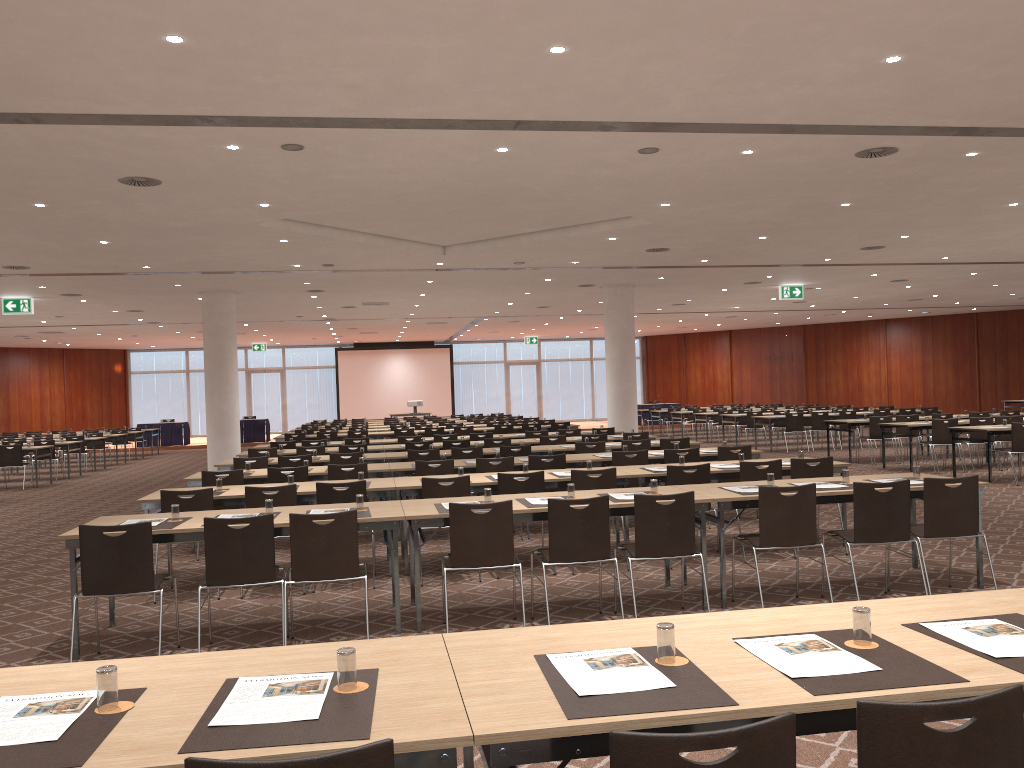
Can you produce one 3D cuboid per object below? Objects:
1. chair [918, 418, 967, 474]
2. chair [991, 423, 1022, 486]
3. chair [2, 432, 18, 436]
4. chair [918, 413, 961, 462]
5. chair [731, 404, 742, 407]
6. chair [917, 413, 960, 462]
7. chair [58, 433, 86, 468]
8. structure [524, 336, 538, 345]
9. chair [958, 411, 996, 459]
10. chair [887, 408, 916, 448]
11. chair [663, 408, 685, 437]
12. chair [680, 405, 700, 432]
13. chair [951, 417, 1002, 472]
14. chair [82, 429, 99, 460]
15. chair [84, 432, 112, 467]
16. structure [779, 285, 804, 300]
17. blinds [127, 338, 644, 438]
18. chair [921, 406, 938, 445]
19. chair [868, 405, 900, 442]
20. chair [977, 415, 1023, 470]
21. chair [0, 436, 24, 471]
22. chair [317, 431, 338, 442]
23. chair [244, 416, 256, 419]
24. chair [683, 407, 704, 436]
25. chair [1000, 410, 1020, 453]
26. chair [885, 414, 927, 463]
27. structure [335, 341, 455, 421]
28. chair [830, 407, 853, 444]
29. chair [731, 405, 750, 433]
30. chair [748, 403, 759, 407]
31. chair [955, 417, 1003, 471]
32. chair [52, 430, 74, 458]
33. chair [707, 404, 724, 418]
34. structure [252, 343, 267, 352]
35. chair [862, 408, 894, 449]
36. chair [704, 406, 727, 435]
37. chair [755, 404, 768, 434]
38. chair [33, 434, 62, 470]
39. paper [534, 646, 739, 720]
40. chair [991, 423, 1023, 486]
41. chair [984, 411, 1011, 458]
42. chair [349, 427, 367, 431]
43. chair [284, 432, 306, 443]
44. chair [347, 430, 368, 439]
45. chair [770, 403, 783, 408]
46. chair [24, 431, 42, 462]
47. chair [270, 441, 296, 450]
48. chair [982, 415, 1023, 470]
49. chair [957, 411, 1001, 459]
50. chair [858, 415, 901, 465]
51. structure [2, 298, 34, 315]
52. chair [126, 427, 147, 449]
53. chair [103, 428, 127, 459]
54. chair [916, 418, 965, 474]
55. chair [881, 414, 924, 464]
[{"bbox_3d":[7.517,1.065,15.520,0.535,0.939,0.614,-2,0,-8],"label":"chair"},{"bbox_3d":[7.716,1.044,13.526,0.535,0.939,0.614,-2,0,-8],"label":"chair"},{"bbox_3d":[-15.437,1.950,27.397,0.535,0.939,0.614,-2,0,-11],"label":"chair"},{"bbox_3d":[8.475,1.047,17.628,0.535,0.939,0.614,-2,0,-11],"label":"chair"},{"bbox_3d":[7.853,1.166,31.280,0.535,0.939,0.614,-2,0,-12],"label":"chair"},{"bbox_3d":[8.457,1.047,17.625,0.535,0.939,0.614,-2,0,-9],"label":"chair"},{"bbox_3d":[-11.933,1.803,23.998,0.535,0.939,0.614,-2,0,-7],"label":"chair"},{"bbox_3d":[0.842,-1.898,38.778,0.587,0.346,0.105,-2,0,-9],"label":"structure"},{"bbox_3d":[9.311,1.019,17.882,0.535,0.939,0.614,-2,0,-11],"label":"chair"},{"bbox_3d":[9.421,1.040,21.321,0.535,0.939,0.614,-2,0,-10],"label":"chair"},{"bbox_3d":[5.240,1.240,28.827,0.535,0.939,0.614,-2,0,-7],"label":"chair"},{"bbox_3d":[6.230,1.221,31.075,0.535,0.939,0.614,-2,0,-7],"label":"chair"},{"bbox_3d":[8.124,1.044,15.544,0.535,0.939,0.614,-2,0,-9],"label":"chair"},{"bbox_3d":[-13.113,1.872,27.776,0.535,0.939,0.614,-2,0,-11],"label":"chair"},{"bbox_3d":[-11.241,1.780,24.028,0.535,0.939,0.614,-2,0,-7],"label":"chair"},{"bbox_3d":[6.791,-2.228,21.573,0.587,0.346,0.105,-2,0,-9],"label":"structure"},{"bbox_3d":[-5.130,0.112,39.648,22.850,3.816,0.115,-2,0,-9],"label":"blinds"},{"bbox_3d":[10.045,1.020,21.505,0.535,0.939,0.614,-2,0,-6],"label":"chair"},{"bbox_3d":[9.810,1.042,23.411,0.535,0.939,0.614,-2,0,-10],"label":"chair"},{"bbox_3d":[8.688,1.026,15.754,0.535,0.939,0.614,-2,0,-7],"label":"chair"},{"bbox_3d":[-13.471,1.855,23.747,0.535,0.939,0.614,-2,0,-12],"label":"chair"},{"bbox_3d":[-3.993,1.493,19.257,0.535,0.939,0.614,-2,0,-9],"label":"chair"},{"bbox_3d":[-9.730,1.663,32.894,0.535,0.939,0.614,-2,0,-7],"label":"chair"},{"bbox_3d":[5.903,1.218,28.995,0.535,0.939,0.614,-2,0,-8],"label":"chair"},{"bbox_3d":[9.981,0.997,17.949,0.535,0.939,0.614,-2,0,-9],"label":"chair"},{"bbox_3d":[7.788,1.070,17.591,0.535,0.939,0.614,-2,0,-12],"label":"chair"},{"bbox_3d":[-5.158,-0.103,39.259,5.158,3.525,0.395,-2,0,-9],"label":"structure"},{"bbox_3d":[8.489,1.086,23.195,0.535,0.939,0.614,-2,0,-10],"label":"chair"},{"bbox_3d":[7.583,1.161,29.209,0.535,0.939,0.614,-2,0,-11],"label":"chair"},{"bbox_3d":[8.466,1.145,31.298,0.535,0.939,0.614,-2,0,-10],"label":"chair"},{"bbox_3d":[8.147,1.043,15.548,0.535,0.939,0.614,-2,0,-6],"label":"chair"},{"bbox_3d":[-14.098,1.906,27.757,0.535,0.939,0.614,-2,0,-11],"label":"chair"},{"bbox_3d":[7.157,1.189,31.084,0.535,0.939,0.614,-2,0,-12],"label":"chair"},{"bbox_3d":[-10.517,-1.515,36.925,0.587,0.346,0.105,-2,0,-9],"label":"structure"},{"bbox_3d":[8.834,1.061,21.368,0.535,0.939,0.614,-2,0,-9],"label":"chair"},{"bbox_3d":[6.641,1.192,28.973,0.535,0.939,0.614,-2,0,-11],"label":"chair"},{"bbox_3d":[8.161,1.141,29.221,0.535,0.939,0.614,-2,0,-10],"label":"chair"},{"bbox_3d":[-12.557,1.825,23.956,0.535,0.939,0.614,-2,0,-9],"label":"chair"},{"bbox_3d":[0.334,0.858,2.589,0.460,0.003,0.565,-2,0,-8],"label":"paper"},{"bbox_3d":[7.714,1.044,13.526,0.535,0.939,0.614,-2,0,-11],"label":"chair"},{"bbox_3d":[9.979,0.997,17.948,0.535,0.939,0.614,-2,0,-11],"label":"chair"},{"bbox_3d":[-3.680,1.497,21.334,0.535,0.939,0.614,-2,0,-8],"label":"chair"},{"bbox_3d":[-4.644,1.514,19.108,0.535,0.939,0.614,-2,0,-8],"label":"chair"},{"bbox_3d":[-3.337,1.470,19.286,0.535,0.939,0.614,-2,0,-9],"label":"chair"},{"bbox_3d":[8.737,1.122,29.458,0.535,0.939,0.614,-2,0,-7],"label":"chair"},{"bbox_3d":[-14.795,1.929,27.584,0.535,0.939,0.614,-2,0,-11],"label":"chair"},{"bbox_3d":[-4.016,1.468,15.664,0.535,0.939,0.614,-2,0,-10],"label":"chair"},{"bbox_3d":[8.789,1.022,15.771,0.535,0.939,0.614,-2,0,-12],"label":"chair"},{"bbox_3d":[9.398,1.017,17.897,0.535,0.939,0.614,-2,0,-7],"label":"chair"},{"bbox_3d":[7.194,1.090,17.419,0.535,0.939,0.614,-2,0,-10],"label":"chair"},{"bbox_3d":[-10.451,-1.648,18.759,0.587,0.346,0.105,-2,0,-9],"label":"structure"},{"bbox_3d":[-11.873,1.830,27.978,0.535,0.939,0.614,-2,0,-9],"label":"chair"},{"bbox_3d":[-12.527,1.852,27.954,0.535,0.939,0.614,-2,0,-7],"label":"chair"},{"bbox_3d":[7.467,1.067,15.512,0.535,0.939,0.614,-2,0,-7],"label":"chair"},{"bbox_3d":[7.721,1.073,17.580,0.535,0.939,0.614,-2,0,-11],"label":"chair"}]
